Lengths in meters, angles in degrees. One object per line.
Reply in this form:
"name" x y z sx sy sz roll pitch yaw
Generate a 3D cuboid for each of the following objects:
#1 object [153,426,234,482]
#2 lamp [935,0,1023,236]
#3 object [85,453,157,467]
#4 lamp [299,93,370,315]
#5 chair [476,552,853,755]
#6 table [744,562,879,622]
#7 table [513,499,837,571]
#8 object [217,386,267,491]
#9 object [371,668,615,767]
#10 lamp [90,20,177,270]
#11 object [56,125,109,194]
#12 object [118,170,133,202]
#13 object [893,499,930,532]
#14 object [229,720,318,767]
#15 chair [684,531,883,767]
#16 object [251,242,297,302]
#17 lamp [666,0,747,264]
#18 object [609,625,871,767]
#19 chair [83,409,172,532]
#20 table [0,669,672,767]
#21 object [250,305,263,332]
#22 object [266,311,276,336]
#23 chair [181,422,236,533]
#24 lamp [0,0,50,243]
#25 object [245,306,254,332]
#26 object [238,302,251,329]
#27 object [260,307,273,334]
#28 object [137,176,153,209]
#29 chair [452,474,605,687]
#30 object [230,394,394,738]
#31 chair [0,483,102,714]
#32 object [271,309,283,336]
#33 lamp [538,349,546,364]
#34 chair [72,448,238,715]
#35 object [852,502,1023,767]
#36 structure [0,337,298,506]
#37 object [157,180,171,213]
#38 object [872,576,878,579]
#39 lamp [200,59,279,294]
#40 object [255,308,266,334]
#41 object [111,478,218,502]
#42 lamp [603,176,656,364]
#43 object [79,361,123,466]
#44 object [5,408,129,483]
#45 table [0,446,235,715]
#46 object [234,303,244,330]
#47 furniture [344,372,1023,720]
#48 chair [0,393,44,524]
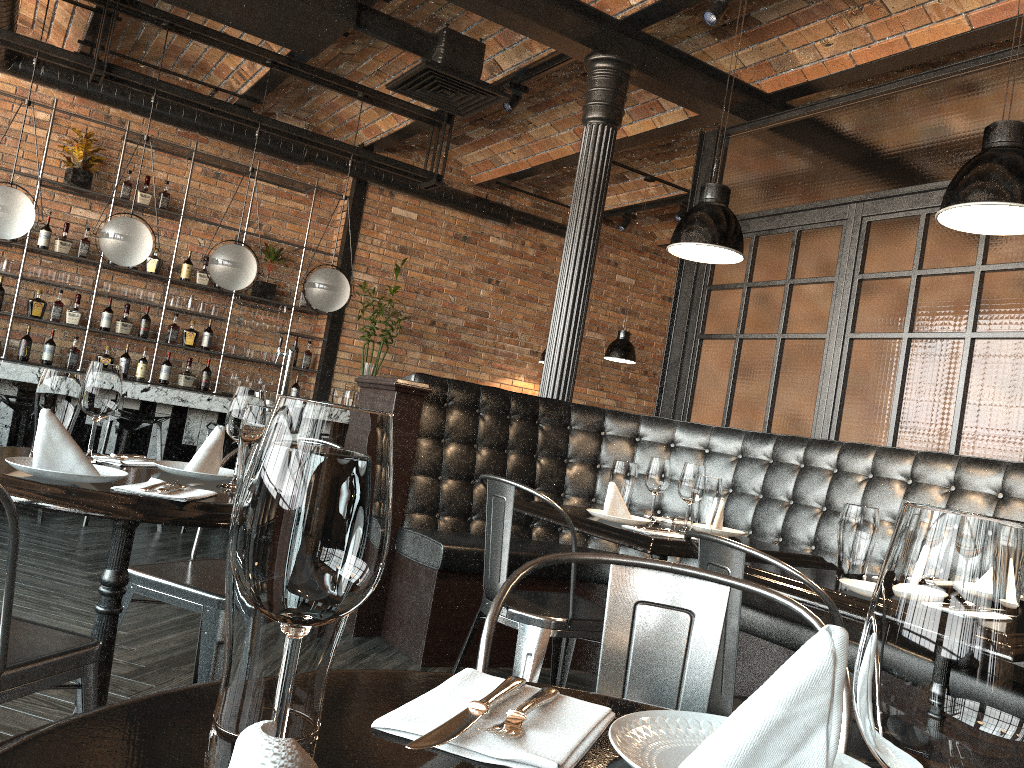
"object" -0.787 0.173 2.270 0.232 0.139 0.232 8 -3 29
"lamp" 1.435 -1.251 2.426 0.291 1.653 0.291 9 -3 14
"object" -1.013 0.191 2.286 0.157 0.019 0.255 9 -3 19
"lamp" -1.310 -1.401 6.895 0.340 1.754 0.340 9 -3 15
"chair" 0.121 0.658 0.992 0.504 0.857 0.558 9 -3 9
"table" 1.063 0.940 2.280 0.872 0.758 0.872 12 -4 -31
"table" 0.492 0.894 3.223 0.872 0.758 0.872 12 -4 -31
"object" -0.647 0.130 2.129 0.092 0.244 0.092 12 -4 -32
"object" -0.012 0.278 0.741 0.157 0.019 0.255 9 -3 19
"lamp" -2.539 -1.653 6.138 0.340 1.754 0.340 9 -3 15
"object" -3.686 -1.913 7.572 0.425 0.526 0.430 11 -4 -29
"object" -3.360 -1.725 7.736 0.083 0.282 0.083 12 -4 -31
"object" 1.095 0.445 2.441 0.092 0.244 0.092 11 -3 -14
"object" -0.063 0.193 0.350 0.232 0.139 0.232 12 -4 -35
"chair" 0.628 0.800 2.000 0.558 0.857 0.504 11 -3 -21
"object" -2.284 -1.063 8.380 0.398 0.560 0.374 8 -4 31
"lamp" 0.864 -1.297 3.368 0.291 1.653 0.291 9 -3 14
"object" 0.200 0.257 0.705 0.232 0.139 0.232 9 -3 14
"chair" -2.475 0.530 5.707 0.475 0.737 0.414 12 -4 -36
"table" -0.001 0.661 0.495 0.866 0.758 0.866 8 -3 22
"object" -2.388 -0.613 8.273 0.092 0.244 0.092 9 -3 8
"object" -2.303 -0.585 8.518 0.092 0.244 0.092 9 -3 8
"chair" -1.956 0.637 6.027 0.475 0.737 0.414 11 -3 -26
"lamp" -3.154 -1.778 5.760 0.340 1.754 0.340 9 -3 15
"object" -2.473 -0.620 8.413 0.092 0.244 0.092 9 -3 8
"object" -2.480 -0.632 8.216 0.092 0.244 0.092 9 -3 8
"object" -2.305 -0.596 8.324 0.092 0.244 0.092 9 -3 8
"object" -3.231 -1.696 7.817 0.123 0.279 0.123 11 -3 -27
"chair" 0.118 0.764 2.954 0.558 0.857 0.504 12 -4 -31
"object" -0.127 0.132 0.533 0.092 0.244 0.092 8 -3 22
"chair" -1.046 0.490 1.581 0.504 0.857 0.558 9 -3 14
"object" -2.218 -0.578 8.377 0.092 0.244 0.092 9 -3 8
"lamp" 0.561 -1.022 9.371 0.291 1.653 0.291 8 -4 34
"chair" -0.815 0.584 2.573 0.504 0.857 0.558 8 -3 24
"object" 0.202 0.182 0.411 0.092 0.244 0.092 12 -4 -34
"structure" -3.075 0.126 6.621 5.346 1.430 1.930 12 -4 -31
"object" -3.098 -1.671 7.897 0.083 0.282 0.083 7 -4 44
"object" 1.178 0.584 2.613 0.255 0.019 0.157 12 -4 -31
"lamp" -1.925 -1.527 6.517 0.340 1.754 0.340 9 -3 15
"object" -2.390 -0.603 8.465 0.092 0.244 0.092 9 -3 8
"object" -0.720 0.219 1.875 0.157 0.019 0.255 10 -3 -1
"lamp" 1.083 -1.017 7.818 0.291 1.653 0.291 9 -3 14
"object" -0.997 0.070 2.131 0.092 0.244 0.092 12 -4 -32
"object" -0.913 0.129 1.844 0.232 0.139 0.232 9 -3 13
"table" -0.950 0.584 2.064 0.866 0.758 0.866 8 -3 22
"object" -2.566 -0.639 8.357 0.092 0.244 0.092 9 -3 8
"furniture" 1.384 0.776 2.481 1.979 1.212 5.451 12 -4 -31
"chair" -3.013 0.420 5.376 0.475 0.737 0.414 11 -3 -21
